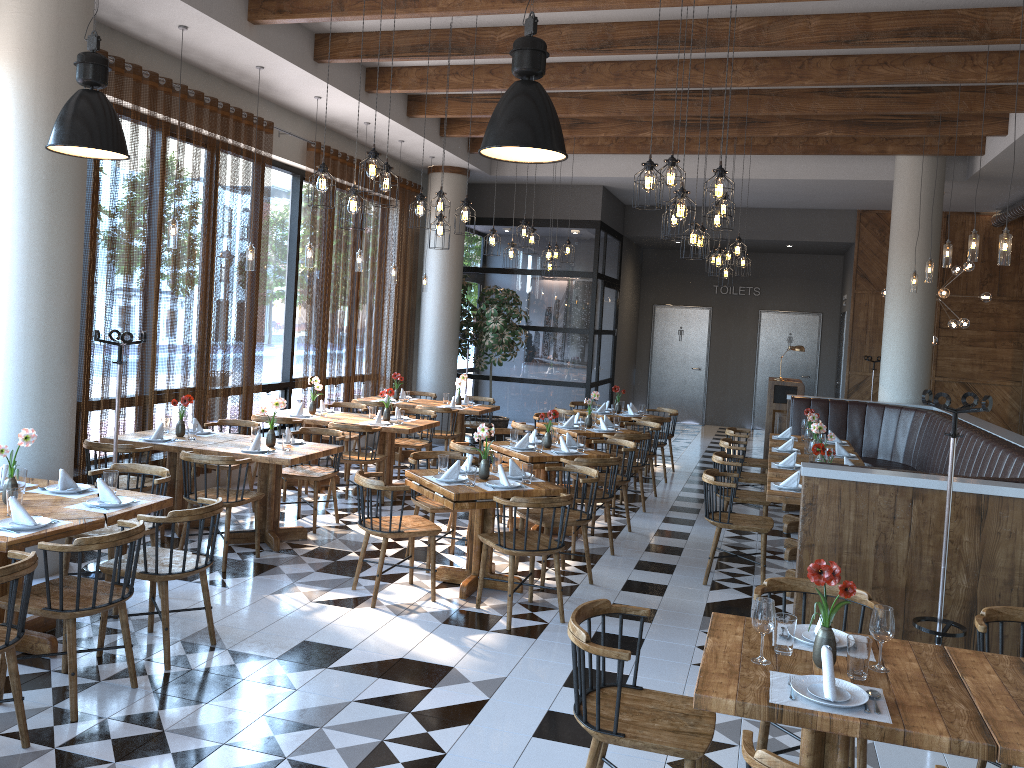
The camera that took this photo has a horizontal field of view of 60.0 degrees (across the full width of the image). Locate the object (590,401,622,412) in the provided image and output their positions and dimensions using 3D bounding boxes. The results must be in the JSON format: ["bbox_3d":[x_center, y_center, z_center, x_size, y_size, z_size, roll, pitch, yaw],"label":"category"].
[{"bbox_3d":[1.251,0.285,11.769,0.352,0.137,0.273,1,4,-28],"label":"object"}]

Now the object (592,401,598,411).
[{"bbox_3d":[1.081,0.288,11.618,0.080,0.132,0.080,3,2,-9],"label":"object"}]

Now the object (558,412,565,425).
[{"bbox_3d":[0.546,0.386,9.812,0.080,0.132,0.080,5,3,31],"label":"object"}]

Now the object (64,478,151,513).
[{"bbox_3d":[-2.175,0.582,4.787,0.272,0.137,0.352,4,4,16],"label":"object"}]

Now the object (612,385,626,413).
[{"bbox_3d":[1.379,0.198,11.565,0.156,0.355,0.171,2,2,-27],"label":"object"}]

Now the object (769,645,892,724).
[{"bbox_3d":[0.999,0.915,2.796,0.352,0.137,0.272,5,4,16],"label":"object"}]

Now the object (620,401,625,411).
[{"bbox_3d":[1.462,0.296,11.827,0.080,0.132,0.080,5,3,41],"label":"object"}]

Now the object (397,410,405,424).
[{"bbox_3d":[-1.139,0.340,9.045,0.080,0.132,0.080,3,2,1],"label":"object"}]

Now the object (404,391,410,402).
[{"bbox_3d":[-1.352,0.160,11.371,0.080,0.132,0.080,5,3,31],"label":"object"}]

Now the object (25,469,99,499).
[{"bbox_3d":[-2.526,0.542,5.053,0.352,0.137,0.272,5,4,16],"label":"object"}]

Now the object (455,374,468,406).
[{"bbox_3d":[-0.644,0.077,11.247,0.146,0.399,0.207,4,2,9],"label":"object"}]

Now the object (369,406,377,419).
[{"bbox_3d":[-1.467,0.300,9.329,0.080,0.132,0.080,3,2,1],"label":"object"}]

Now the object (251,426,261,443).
[{"bbox_3d":[-2.091,0.414,7.225,0.080,0.132,0.080,3,2,1],"label":"object"}]

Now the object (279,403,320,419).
[{"bbox_3d":[-2.202,0.265,9.168,0.352,0.137,0.272,5,4,16],"label":"object"}]

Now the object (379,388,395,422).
[{"bbox_3d":[-1.293,0.214,9.121,0.156,0.355,0.171,3,2,-5],"label":"object"}]

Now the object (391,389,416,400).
[{"bbox_3d":[-1.441,0.125,11.753,0.352,0.137,0.272,5,4,16],"label":"object"}]

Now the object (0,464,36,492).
[{"bbox_3d":[-2.934,0.519,5.036,0.272,0.137,0.352,4,4,16],"label":"object"}]

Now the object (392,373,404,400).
[{"bbox_3d":[-1.490,0.029,11.525,0.156,0.355,0.171,3,2,-7],"label":"object"}]

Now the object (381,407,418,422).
[{"bbox_3d":[-1.205,0.306,9.429,0.352,0.137,0.272,5,4,16],"label":"object"}]

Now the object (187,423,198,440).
[{"bbox_3d":[-2.594,0.387,7.187,0.080,0.132,0.080,5,3,41],"label":"object"}]

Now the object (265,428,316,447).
[{"bbox_3d":[-1.830,0.420,7.323,0.352,0.137,0.272,5,4,16],"label":"object"}]

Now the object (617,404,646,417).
[{"bbox_3d":[1.513,0.334,11.301,0.352,0.137,0.273,1,4,-28],"label":"object"}]

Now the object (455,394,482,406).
[{"bbox_3d":[-0.591,0.194,11.502,0.352,0.137,0.272,5,4,16],"label":"object"}]

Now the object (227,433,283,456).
[{"bbox_3d":[-1.976,0.449,6.810,0.352,0.137,0.272,5,4,16],"label":"object"}]

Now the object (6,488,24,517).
[{"bbox_3d":[-2.485,0.592,4.428,0.080,0.132,0.080,3,2,1],"label":"object"}]

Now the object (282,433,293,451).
[{"bbox_3d":[-1.763,0.454,6.941,0.080,0.132,0.080,3,2,1],"label":"object"}]

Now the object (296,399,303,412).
[{"bbox_3d":[-2.298,0.233,9.575,0.080,0.132,0.080,2,3,-39],"label":"object"}]

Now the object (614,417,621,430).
[{"bbox_3d":[1.143,0.433,9.649,0.080,0.132,0.080,5,3,31],"label":"object"}]

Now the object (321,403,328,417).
[{"bbox_3d":[-1.969,0.273,9.291,0.080,0.132,0.080,2,3,-39],"label":"object"}]

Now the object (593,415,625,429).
[{"bbox_3d":[1.082,0.412,9.858,0.271,0.137,0.353,1,4,-28],"label":"object"}]

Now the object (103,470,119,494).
[{"bbox_3d":[-2.277,0.561,5.026,0.080,0.132,0.080,3,2,1],"label":"object"}]

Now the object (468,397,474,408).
[{"bbox_3d":[-0.521,0.228,11.125,0.080,0.132,0.080,3,2,1],"label":"object"}]

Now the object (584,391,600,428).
[{"bbox_3d":[0.873,0.279,9.709,0.146,0.399,0.206,4,2,28],"label":"object"}]

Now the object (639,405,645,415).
[{"bbox_3d":[1.678,0.336,11.454,0.080,0.132,0.080,5,3,41],"label":"object"}]

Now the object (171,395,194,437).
[{"bbox_3d":[-2.706,0.262,7.284,0.171,0.355,0.156,5,3,39],"label":"object"}]

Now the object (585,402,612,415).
[{"bbox_3d":[1.150,0.305,11.405,0.271,0.137,0.353,1,4,-28],"label":"object"}]

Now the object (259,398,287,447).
[{"bbox_3d":[-1.906,0.305,7.036,0.206,0.399,0.146,3,2,-20],"label":"object"}]

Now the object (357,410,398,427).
[{"bbox_3d":[-1.351,0.334,8.917,0.352,0.137,0.272,5,4,16],"label":"object"}]

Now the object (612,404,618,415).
[{"bbox_3d":[1.298,0.329,11.233,0.080,0.132,0.080,5,3,31],"label":"object"}]

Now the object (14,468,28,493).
[{"bbox_3d":[-2.737,0.542,4.919,0.080,0.132,0.080,3,2,1],"label":"object"}]

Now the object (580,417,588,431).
[{"bbox_3d":[0.762,0.427,9.428,0.080,0.132,0.080,5,3,31],"label":"object"}]

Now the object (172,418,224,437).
[{"bbox_3d":[-2.681,0.351,7.574,0.352,0.137,0.272,5,4,16],"label":"object"}]

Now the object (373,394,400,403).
[{"bbox_3d":[-1.587,0.153,11.241,0.352,0.137,0.272,5,4,16],"label":"object"}]

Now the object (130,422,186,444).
[{"bbox_3d":[-2.827,0.380,7.062,0.352,0.137,0.272,5,4,16],"label":"object"}]

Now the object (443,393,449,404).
[{"bbox_3d":[-0.850,0.188,11.409,0.080,0.132,0.080,3,2,1],"label":"object"}]

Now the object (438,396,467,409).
[{"bbox_3d":[-0.736,0.222,10.989,0.352,0.137,0.272,5,4,16],"label":"object"}]

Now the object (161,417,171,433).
[{"bbox_3d":[-2.922,0.347,7.471,0.080,0.132,0.080,5,3,41],"label":"object"}]

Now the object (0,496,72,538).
[{"bbox_3d":[-2.338,0.612,4.238,0.272,0.137,0.352,4,4,16],"label":"object"}]

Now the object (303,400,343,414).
[{"bbox_3d":[-2.056,0.237,9.681,0.352,0.137,0.272,5,4,16],"label":"object"}]

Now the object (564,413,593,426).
[{"bbox_3d":[0.718,0.383,9.962,0.352,0.137,0.273,1,4,-28],"label":"object"}]

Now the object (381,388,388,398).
[{"bbox_3d":[-1.681,0.120,11.655,0.080,0.132,0.080,5,3,31],"label":"object"}]

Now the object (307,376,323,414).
[{"bbox_3d":[-2.104,0.119,9.449,0.207,0.399,0.146,4,2,20],"label":"object"}]

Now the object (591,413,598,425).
[{"bbox_3d":[0.927,0.394,10.022,0.080,0.132,0.080,5,3,31],"label":"object"}]

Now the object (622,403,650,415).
[{"bbox_3d":[1.615,0.314,11.665,0.271,0.137,0.353,1,4,-28],"label":"object"}]

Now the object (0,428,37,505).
[{"bbox_3d":[-2.611,0.434,4.655,0.146,0.399,0.207,4,2,21],"label":"object"}]
